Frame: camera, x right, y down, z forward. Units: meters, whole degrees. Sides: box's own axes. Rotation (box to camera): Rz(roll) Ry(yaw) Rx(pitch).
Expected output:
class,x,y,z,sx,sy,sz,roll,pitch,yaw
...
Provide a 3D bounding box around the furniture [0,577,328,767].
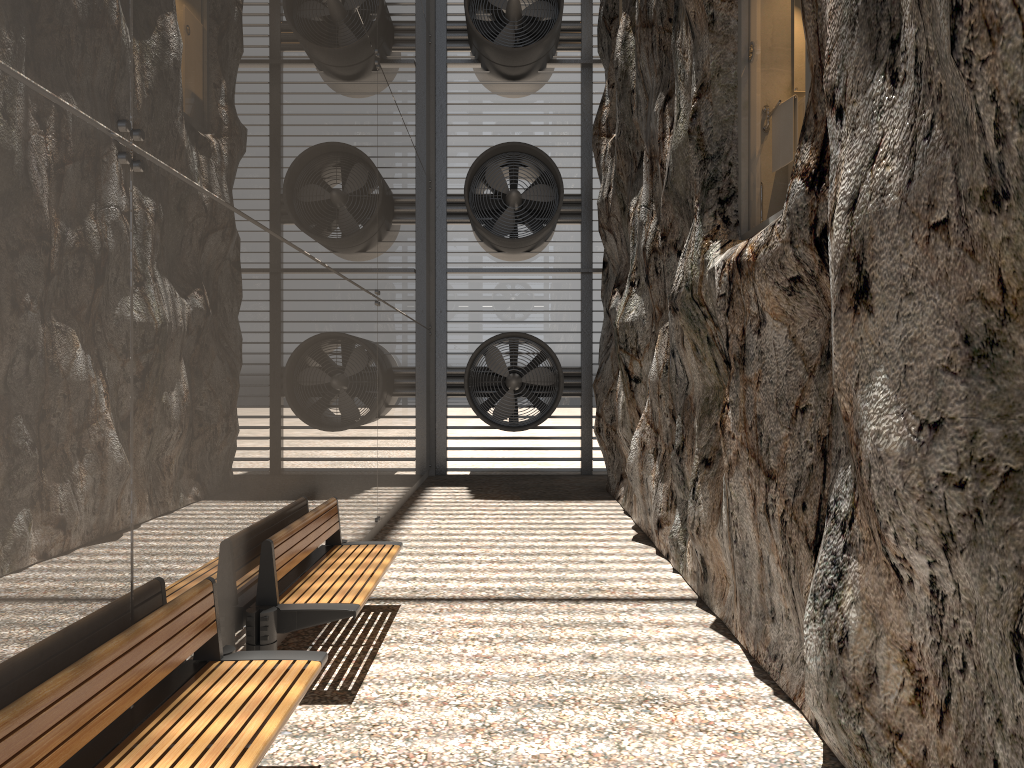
class,x,y,z,sx,sy,sz,roll,pitch,yaw
furniture,-1.117,1.240,2.960,0.595,0.796,2.153,0,0,0

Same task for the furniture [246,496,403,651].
class,x,y,z,sx,sy,sz,roll,pitch,yaw
furniture,-1.115,1.232,5.656,0.595,0.796,2.153,0,0,0
